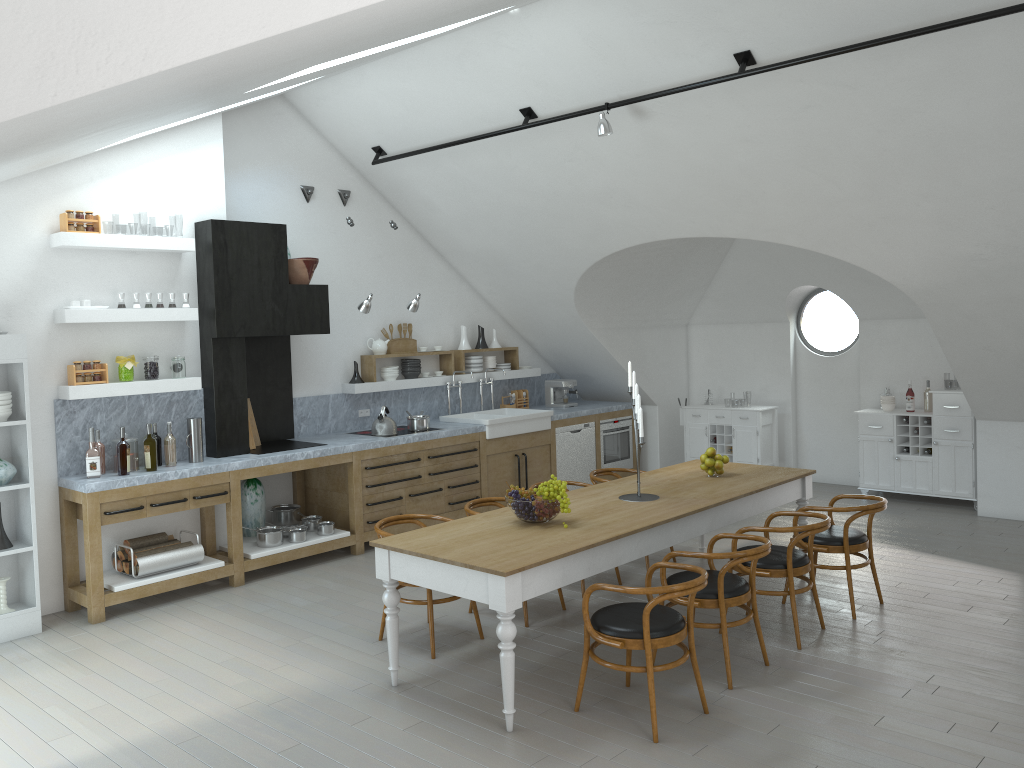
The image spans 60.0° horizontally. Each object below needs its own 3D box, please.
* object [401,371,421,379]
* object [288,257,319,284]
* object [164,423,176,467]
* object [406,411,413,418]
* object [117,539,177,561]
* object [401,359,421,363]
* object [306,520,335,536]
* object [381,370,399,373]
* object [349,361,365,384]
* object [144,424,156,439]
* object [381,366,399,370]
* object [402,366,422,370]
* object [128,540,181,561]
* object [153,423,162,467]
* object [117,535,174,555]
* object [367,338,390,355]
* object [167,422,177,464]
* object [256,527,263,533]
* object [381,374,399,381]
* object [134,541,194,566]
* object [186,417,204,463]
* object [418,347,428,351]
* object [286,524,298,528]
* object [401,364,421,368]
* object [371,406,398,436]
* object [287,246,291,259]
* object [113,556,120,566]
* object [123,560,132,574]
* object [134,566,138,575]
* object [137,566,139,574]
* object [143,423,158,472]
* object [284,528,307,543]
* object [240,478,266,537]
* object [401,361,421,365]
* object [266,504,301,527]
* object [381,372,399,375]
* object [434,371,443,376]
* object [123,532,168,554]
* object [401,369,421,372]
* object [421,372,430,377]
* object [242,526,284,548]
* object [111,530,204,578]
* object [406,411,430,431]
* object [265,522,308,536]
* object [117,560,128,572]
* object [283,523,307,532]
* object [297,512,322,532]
[{"bbox_3d":[-1.043,-0.092,9.181,0.205,0.072,0.206,0,4,30],"label":"object"},{"bbox_3d":[-1.860,-0.969,7.706,0.348,0.236,0.366,-4,4,-29],"label":"object"},{"bbox_3d":[-2.577,0.461,6.681,0.085,0.330,0.085,-4,3,-38],"label":"object"},{"bbox_3d":[-0.952,0.347,8.611,0.236,0.166,0.051,1,3,38],"label":"object"},{"bbox_3d":[-2.704,1.239,6.614,0.115,0.079,0.435,1,5,40],"label":"object"},{"bbox_3d":[-1.049,-0.221,9.183,0.206,0.080,0.205,-5,5,-44],"label":"object"},{"bbox_3d":[-1.624,1.225,7.583,0.261,0.113,0.154,1,4,42],"label":"object"},{"bbox_3d":[-1.236,-0.113,8.974,0.181,0.069,0.181,-4,4,-29],"label":"object"},{"bbox_3d":[-1.527,-0.118,8.691,0.156,0.218,0.156,-1,3,24],"label":"object"},{"bbox_3d":[-2.690,0.465,6.589,0.092,0.339,0.092,-3,2,-29],"label":"object"},{"bbox_3d":[-1.236,-0.142,8.974,0.181,0.076,0.181,-2,4,-9],"label":"object"},{"bbox_3d":[-1.039,-0.146,9.177,0.205,0.086,0.205,-2,4,-4],"label":"object"},{"bbox_3d":[-2.635,1.230,6.538,0.101,0.086,0.363,1,4,40],"label":"object"},{"bbox_3d":[-2.699,0.460,6.716,0.085,0.330,0.085,-4,3,-38],"label":"object"},{"bbox_3d":[-2.750,1.212,6.678,0.071,0.072,0.423,1,4,40],"label":"object"},{"bbox_3d":[-1.340,-0.379,8.904,0.174,0.169,0.168,0,3,27],"label":"object"},{"bbox_3d":[-2.616,0.454,6.784,0.081,0.329,0.081,-3,2,-20],"label":"object"},{"bbox_3d":[-1.981,1.215,7.172,0.051,0.152,0.190,0,4,43],"label":"object"},{"bbox_3d":[-1.236,-0.067,8.974,0.181,0.063,0.181,-4,4,-24],"label":"object"},{"bbox_3d":[-2.559,1.245,6.507,0.092,0.093,0.437,1,4,40],"label":"object"},{"bbox_3d":[-2.464,0.436,6.858,0.164,0.339,0.114,-4,3,-44],"label":"object"},{"bbox_3d":[-0.935,-0.364,9.330,0.098,0.048,0.098,1,4,40],"label":"object"},{"bbox_3d":[-1.905,1.232,7.597,0.061,0.035,0.170,1,5,43],"label":"object"},{"bbox_3d":[-1.044,-0.168,9.180,0.205,0.072,0.206,0,4,30],"label":"object"},{"bbox_3d":[-1.197,0.337,8.291,0.246,0.267,0.246,-4,4,-37],"label":"object"},{"bbox_3d":[-2.093,-1.111,7.937,0.231,0.503,0.231,-2,2,-6],"label":"object"},{"bbox_3d":[-2.774,1.301,6.692,0.091,0.092,0.437,1,4,40],"label":"object"},{"bbox_3d":[-2.636,1.312,6.590,0.093,0.083,0.480,1,4,40],"label":"object"},{"bbox_3d":[-2.580,1.323,6.539,0.067,0.067,0.423,1,4,40],"label":"object"},{"bbox_3d":[-2.519,1.323,6.486,0.067,0.067,0.423,1,4,40],"label":"object"},{"bbox_3d":[-2.645,0.467,6.479,0.092,0.358,0.093,-2,2,-3],"label":"object"},{"bbox_3d":[-1.815,1.247,7.347,0.261,0.113,0.154,0,4,32],"label":"object"},{"bbox_3d":[-2.233,1.047,7.614,0.231,0.498,0.231,-2,2,-6],"label":"object"},{"bbox_3d":[-1.045,-0.193,9.183,0.205,0.083,0.206,-3,4,-19],"label":"object"},{"bbox_3d":[-2.125,1.179,7.963,0.455,0.197,0.268,-3,3,-13],"label":"object"},{"bbox_3d":[-1.237,-0.090,8.973,0.181,0.065,0.181,-2,4,-9],"label":"object"},{"bbox_3d":[-0.784,-0.111,9.491,0.098,0.048,0.098,1,4,40],"label":"object"},{"bbox_3d":[-2.703,1.173,6.549,0.104,0.102,0.292,1,4,40],"label":"object"},{"bbox_3d":[-1.044,-0.118,9.179,0.205,0.086,0.205,-2,4,-9],"label":"object"},{"bbox_3d":[-0.915,-0.097,9.350,0.098,0.048,0.098,1,4,40],"label":"object"},{"bbox_3d":[-2.037,1.239,7.268,0.378,0.164,0.223,0,4,32],"label":"object"},{"bbox_3d":[-2.638,1.261,6.604,0.429,0.231,0.528,1,5,40],"label":"object"},{"bbox_3d":[-0.872,0.368,8.648,0.232,0.170,0.395,-1,4,23],"label":"object"},{"bbox_3d":[-1.980,1.237,7.558,0.508,0.052,0.264,-1,4,20],"label":"object"},{"bbox_3d":[-2.711,1.311,6.631,0.091,0.089,0.455,1,4,40],"label":"object"},{"bbox_3d":[-1.856,1.230,7.541,0.041,0.045,0.247,1,4,42],"label":"object"},{"bbox_3d":[-1.766,1.209,7.779,0.182,0.133,0.309,-3,4,-23],"label":"object"}]
